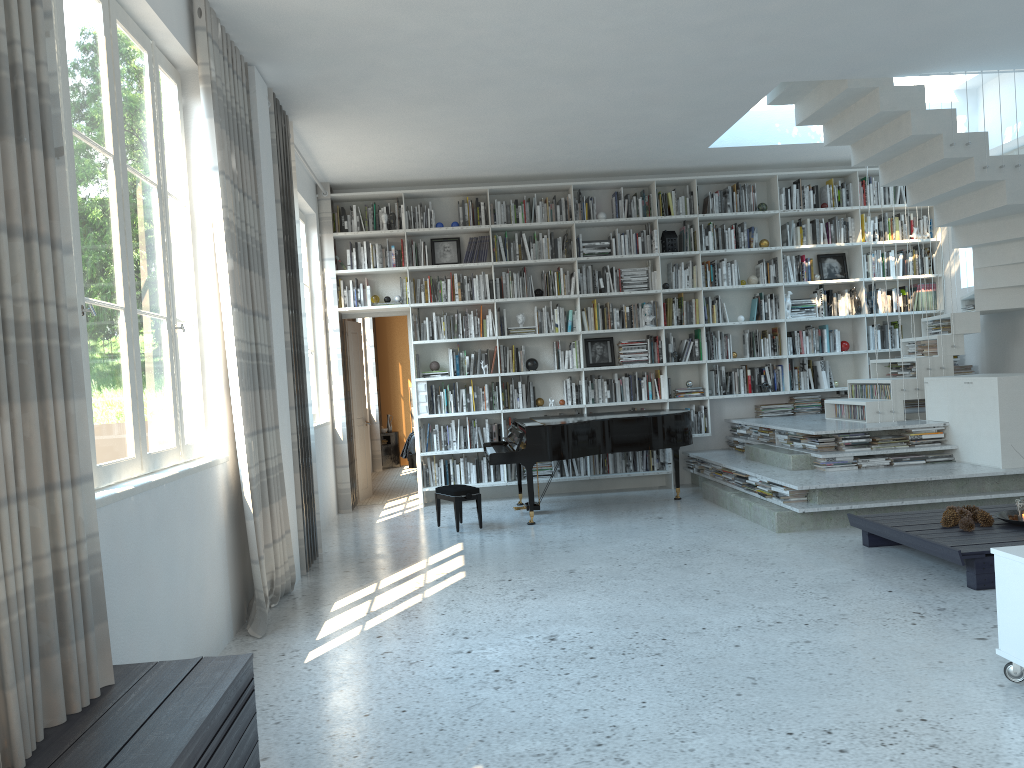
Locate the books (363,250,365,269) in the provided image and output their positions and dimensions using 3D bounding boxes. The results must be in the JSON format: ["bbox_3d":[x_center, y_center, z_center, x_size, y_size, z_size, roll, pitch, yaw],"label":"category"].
[{"bbox_3d":[-1.472,-1.231,8.892,0.010,0.209,0.165,-4,1,-4],"label":"books"}]

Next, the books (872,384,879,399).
[{"bbox_3d":[3.278,0.067,7.921,0.125,0.125,0.009,-4,1,-4],"label":"books"}]

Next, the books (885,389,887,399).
[{"bbox_3d":[3.295,0.068,7.683,0.125,0.125,0.011,-4,1,-4],"label":"books"}]

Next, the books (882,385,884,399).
[{"bbox_3d":[3.292,0.067,7.723,0.125,0.125,0.008,-4,1,-4],"label":"books"}]

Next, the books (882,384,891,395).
[{"bbox_3d":[3.291,0.067,7.732,0.125,0.125,0.010,-4,1,-4],"label":"books"}]

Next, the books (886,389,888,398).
[{"bbox_3d":[3.297,0.069,7.657,0.125,0.123,0.035,-4,1,-4],"label":"books"}]

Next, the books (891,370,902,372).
[{"bbox_3d":[3.647,-0.123,8.276,0.145,0.015,0.166,-4,0,-9],"label":"books"}]

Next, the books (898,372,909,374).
[{"bbox_3d":[3.647,-0.106,8.053,0.175,0.016,0.207,-4,0,-9],"label":"books"}]

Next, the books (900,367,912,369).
[{"bbox_3d":[3.643,-0.146,8.052,0.189,0.012,0.155,-4,0,-1],"label":"books"}]

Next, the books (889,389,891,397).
[{"bbox_3d":[3.301,0.069,7.603,0.125,0.123,0.034,-4,1,-4],"label":"books"}]

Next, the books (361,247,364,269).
[{"bbox_3d":[-1.491,-1.245,8.901,0.024,0.239,0.155,-4,1,-4],"label":"books"}]

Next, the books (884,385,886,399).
[{"bbox_3d":[3.294,0.067,7.693,0.125,0.125,0.008,-4,1,-4],"label":"books"}]

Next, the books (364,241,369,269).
[{"bbox_3d":[-1.458,-1.271,8.876,0.021,0.286,0.179,-4,1,-4],"label":"books"}]

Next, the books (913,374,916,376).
[{"bbox_3d":[3.598,-0.083,7.768,0.136,0.017,0.288,-3,0,19],"label":"books"}]

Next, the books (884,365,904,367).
[{"bbox_3d":[3.619,-0.173,8.273,0.198,0.006,0.188,-4,0,-8],"label":"books"}]

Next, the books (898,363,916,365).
[{"bbox_3d":[3.642,-0.185,8.051,0.177,0.014,0.194,-4,0,-9],"label":"books"}]

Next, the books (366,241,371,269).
[{"bbox_3d":[-1.431,-1.276,8.898,0.037,0.292,0.155,-4,1,-4],"label":"books"}]

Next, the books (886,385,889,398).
[{"bbox_3d":[3.298,0.069,7.641,0.125,0.123,0.034,-4,1,-4],"label":"books"}]

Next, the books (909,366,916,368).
[{"bbox_3d":[3.585,-0.152,7.769,0.169,0.014,0.212,-3,0,16],"label":"books"}]

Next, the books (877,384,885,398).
[{"bbox_3d":[3.285,0.067,7.825,0.125,0.125,0.009,-4,1,-4],"label":"books"}]

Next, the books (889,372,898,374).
[{"bbox_3d":[3.634,-0.109,8.275,0.159,0.012,0.225,-4,0,4],"label":"books"}]

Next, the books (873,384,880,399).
[{"bbox_3d":[3.279,0.067,7.901,0.125,0.125,0.009,-4,1,-4],"label":"books"}]

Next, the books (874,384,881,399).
[{"bbox_3d":[3.280,0.067,7.890,0.125,0.125,0.016,-4,1,-4],"label":"books"}]

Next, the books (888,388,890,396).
[{"bbox_3d":[3.299,0.069,7.618,0.125,0.123,0.036,-4,1,-4],"label":"books"}]

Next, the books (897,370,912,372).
[{"bbox_3d":[3.646,-0.120,8.052,0.184,0.014,0.225,-4,0,-7],"label":"books"}]

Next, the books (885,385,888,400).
[{"bbox_3d":[3.296,0.069,7.665,0.125,0.123,0.034,-4,1,-4],"label":"books"}]

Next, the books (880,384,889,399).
[{"bbox_3d":[3.289,0.067,7.760,0.125,0.125,0.008,-4,1,-4],"label":"books"}]

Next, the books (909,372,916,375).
[{"bbox_3d":[3.577,-0.100,7.773,0.172,0.019,0.240,-3,1,21],"label":"books"}]

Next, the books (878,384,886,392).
[{"bbox_3d":[3.286,0.067,7.802,0.125,0.125,0.008,-4,1,-4],"label":"books"}]

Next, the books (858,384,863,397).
[{"bbox_3d":[3.259,0.066,8.190,0.125,0.125,0.009,-4,1,-4],"label":"books"}]

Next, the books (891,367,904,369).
[{"bbox_3d":[3.645,-0.152,8.276,0.140,0.022,0.181,-4,0,-11],"label":"books"}]

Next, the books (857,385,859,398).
[{"bbox_3d":[3.258,0.066,8.197,0.125,0.125,0.009,-4,1,-4],"label":"books"}]

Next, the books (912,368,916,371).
[{"bbox_3d":[3.598,-0.131,7.766,0.141,0.028,0.222,-3,0,15],"label":"books"}]

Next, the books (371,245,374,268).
[{"bbox_3d":[-1.391,-1.257,8.892,0.012,0.249,0.192,-4,1,-4],"label":"books"}]

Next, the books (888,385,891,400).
[{"bbox_3d":[3.300,0.069,7.611,0.125,0.123,0.035,-4,1,-4],"label":"books"}]

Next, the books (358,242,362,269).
[{"bbox_3d":[-1.518,-1.268,8.899,0.028,0.288,0.132,-4,1,-4],"label":"books"}]

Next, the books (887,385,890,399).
[{"bbox_3d":[3.299,0.069,7.626,0.125,0.123,0.035,-4,1,-4],"label":"books"}]

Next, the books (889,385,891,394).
[{"bbox_3d":[3.301,0.070,7.595,0.125,0.123,0.036,-4,1,-4],"label":"books"}]

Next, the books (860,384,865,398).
[{"bbox_3d":[3.262,0.066,8.151,0.125,0.125,0.008,-4,1,-4],"label":"books"}]

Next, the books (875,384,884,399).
[{"bbox_3d":[3.283,0.067,7.849,0.125,0.125,0.012,-4,1,-4],"label":"books"}]

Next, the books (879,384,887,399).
[{"bbox_3d":[3.287,0.067,7.793,0.125,0.125,0.010,-4,1,-4],"label":"books"}]

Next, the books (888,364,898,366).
[{"bbox_3d":[3.638,-0.183,8.275,0.160,0.012,0.195,-4,0,-7],"label":"books"}]

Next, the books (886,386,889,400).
[{"bbox_3d":[3.297,0.069,7.649,0.125,0.123,0.036,-4,1,-4],"label":"books"}]

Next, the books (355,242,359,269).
[{"bbox_3d":[-1.542,-1.264,8.875,0.023,0.282,0.186,-4,1,-4],"label":"books"}]

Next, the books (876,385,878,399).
[{"bbox_3d":[3.284,0.067,7.839,0.125,0.125,0.018,-4,1,-4],"label":"books"}]

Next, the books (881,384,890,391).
[{"bbox_3d":[3.290,0.067,7.747,0.125,0.125,0.008,-4,1,-4],"label":"books"}]

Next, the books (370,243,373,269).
[{"bbox_3d":[-1.404,-1.266,8.892,0.013,0.269,0.162,-4,1,-4],"label":"books"}]

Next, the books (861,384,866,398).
[{"bbox_3d":[3.263,0.066,8.135,0.125,0.125,0.007,-4,1,-4],"label":"books"}]

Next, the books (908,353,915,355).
[{"bbox_3d":[3.837,-0.289,8.269,0.136,0.017,0.288,-4,0,-6],"label":"books"}]

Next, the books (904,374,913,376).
[{"bbox_3d":[3.665,-0.084,8.054,0.137,0.013,0.198,-4,0,3],"label":"books"}]

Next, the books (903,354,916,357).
[{"bbox_3d":[3.813,-0.270,8.267,0.190,0.018,0.287,-4,0,-5],"label":"books"}]

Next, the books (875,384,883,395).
[{"bbox_3d":[3.282,0.067,7.859,0.125,0.125,0.007,-4,1,-4],"label":"books"}]

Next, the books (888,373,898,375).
[{"bbox_3d":[3.637,-0.098,8.276,0.158,0.009,0.216,-4,0,-11],"label":"books"}]

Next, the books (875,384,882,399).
[{"bbox_3d":[3.282,0.067,7.867,0.125,0.125,0.009,-4,1,-4],"label":"books"}]

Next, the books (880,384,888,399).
[{"bbox_3d":[3.288,0.067,7.775,0.125,0.125,0.007,-4,1,-4],"label":"books"}]

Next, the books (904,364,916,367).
[{"bbox_3d":[3.667,-0.171,8.053,0.133,0.017,0.178,-4,0,0],"label":"books"}]

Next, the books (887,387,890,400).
[{"bbox_3d":[3.298,0.069,7.634,0.125,0.123,0.034,-4,1,-4],"label":"books"}]

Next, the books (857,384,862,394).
[{"bbox_3d":[3.258,0.066,8.205,0.125,0.125,0.007,-4,1,-4],"label":"books"}]

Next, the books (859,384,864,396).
[{"bbox_3d":[3.260,0.066,8.167,0.125,0.125,0.008,-4,1,-4],"label":"books"}]
